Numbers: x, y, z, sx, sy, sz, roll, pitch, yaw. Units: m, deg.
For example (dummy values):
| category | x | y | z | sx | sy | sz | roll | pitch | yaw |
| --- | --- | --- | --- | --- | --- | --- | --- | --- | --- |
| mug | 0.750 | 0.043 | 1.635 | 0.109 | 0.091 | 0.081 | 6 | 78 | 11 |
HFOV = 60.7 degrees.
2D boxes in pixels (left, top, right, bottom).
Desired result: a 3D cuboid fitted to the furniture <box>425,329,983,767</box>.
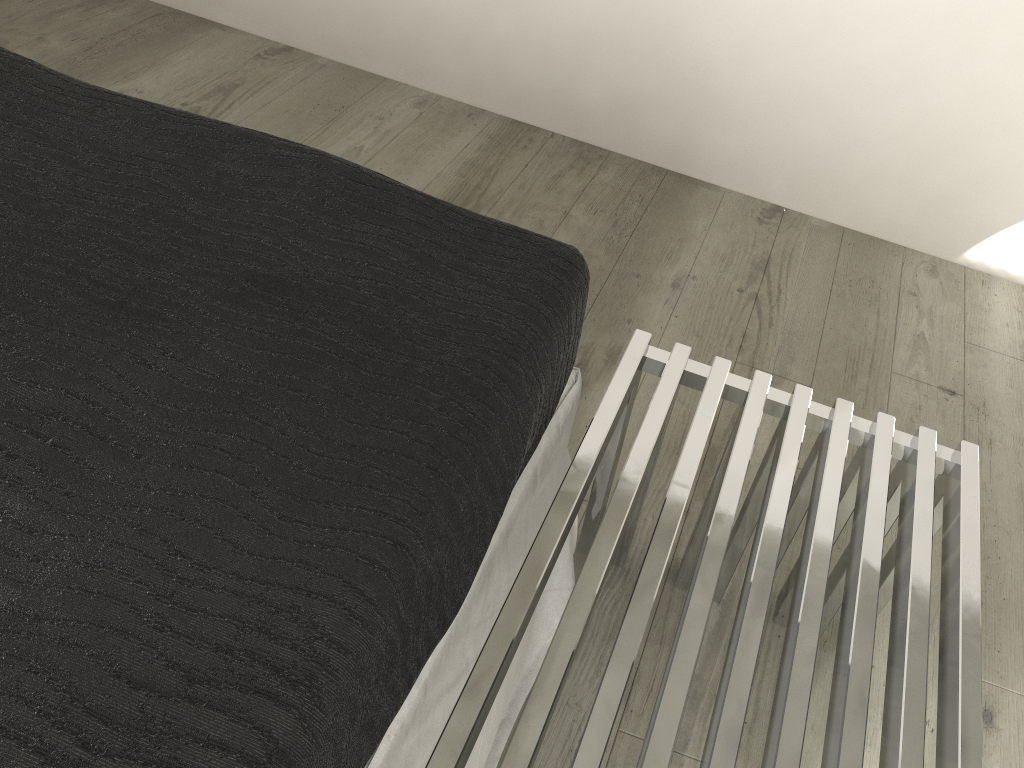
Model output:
| category | x | y | z | sx | sy | sz | roll | pitch | yaw |
| --- | --- | --- | --- | --- | --- | --- | --- | --- | --- |
| furniture | 0.102 | 0.776 | 0.944 | 0.578 | 0.549 | 1.907 | 21 | 44 | 10 |

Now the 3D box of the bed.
| category | x | y | z | sx | sy | sz | roll | pitch | yaw |
| --- | --- | --- | --- | --- | --- | --- | --- | --- | --- |
| bed | -1.557 | 0.039 | 0.476 | 3.002 | 1.589 | 2.572 | 20 | 44 | 7 |
